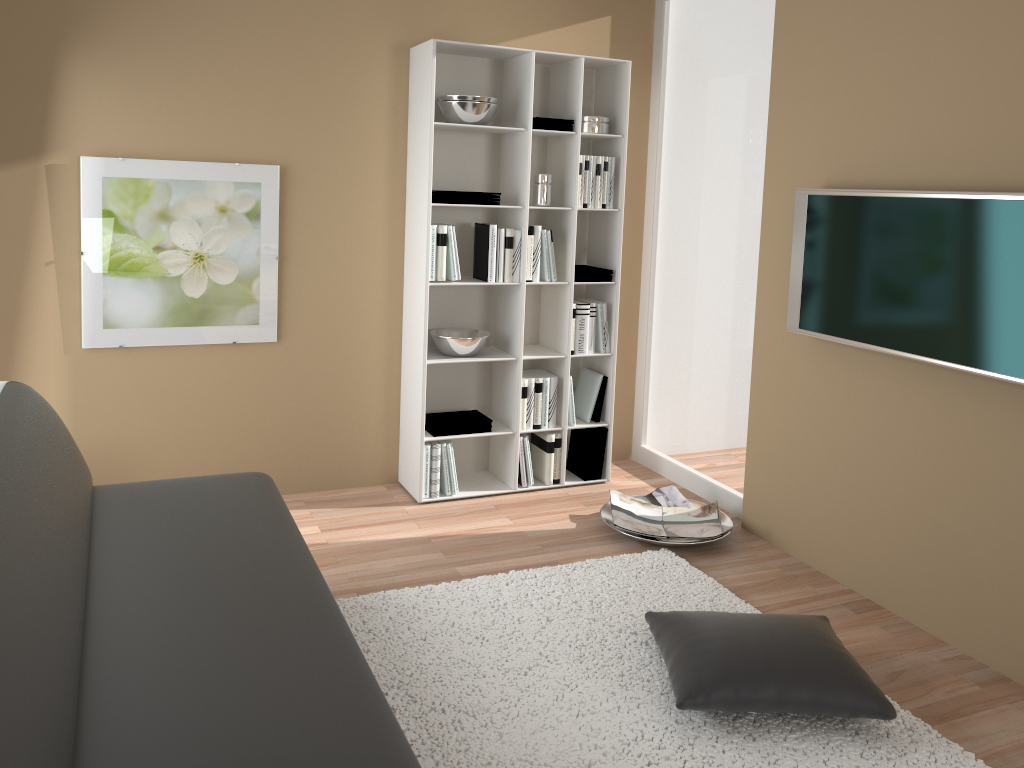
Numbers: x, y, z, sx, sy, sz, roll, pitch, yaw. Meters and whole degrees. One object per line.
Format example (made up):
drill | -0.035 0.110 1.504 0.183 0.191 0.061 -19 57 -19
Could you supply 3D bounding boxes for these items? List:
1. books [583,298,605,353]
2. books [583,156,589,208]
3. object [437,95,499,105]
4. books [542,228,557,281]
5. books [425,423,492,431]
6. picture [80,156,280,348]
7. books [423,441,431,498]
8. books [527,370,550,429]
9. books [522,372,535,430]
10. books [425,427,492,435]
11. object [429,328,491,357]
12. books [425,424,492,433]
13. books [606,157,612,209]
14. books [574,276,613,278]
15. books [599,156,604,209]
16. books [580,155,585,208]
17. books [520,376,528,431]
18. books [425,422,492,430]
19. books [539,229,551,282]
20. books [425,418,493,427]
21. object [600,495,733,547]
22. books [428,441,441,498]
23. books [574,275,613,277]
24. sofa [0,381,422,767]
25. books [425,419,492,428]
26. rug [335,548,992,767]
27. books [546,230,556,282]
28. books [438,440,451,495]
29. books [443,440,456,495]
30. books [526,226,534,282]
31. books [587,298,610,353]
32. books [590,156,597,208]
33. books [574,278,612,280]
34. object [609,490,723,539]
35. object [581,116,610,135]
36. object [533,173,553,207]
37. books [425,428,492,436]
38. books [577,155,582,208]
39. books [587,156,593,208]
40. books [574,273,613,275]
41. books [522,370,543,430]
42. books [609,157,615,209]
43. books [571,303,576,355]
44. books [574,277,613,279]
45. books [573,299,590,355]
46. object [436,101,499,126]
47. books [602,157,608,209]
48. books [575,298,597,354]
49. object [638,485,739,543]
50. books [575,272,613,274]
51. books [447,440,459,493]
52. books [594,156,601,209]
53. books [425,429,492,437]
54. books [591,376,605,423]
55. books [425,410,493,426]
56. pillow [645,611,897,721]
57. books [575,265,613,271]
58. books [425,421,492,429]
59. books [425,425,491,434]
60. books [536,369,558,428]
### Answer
books | 0.418 -0.304 4.567 0.060 0.256 0.211 0 9 -24
books | 0.328 -1.019 4.436 0.020 0.255 0.211 0 9 -24
object | -0.211 -1.309 4.201 0.301 0.105 0.302 9 13 30
books | 0.164 -0.655 4.433 0.058 0.254 0.211 0 9 -24
books | -0.275 0.191 4.322 0.297 0.006 0.214 -3 14 -24
picture | -1.448 -0.573 3.884 0.816 0.806 0.019 -2 7 -24
books | -0.443 0.391 4.247 0.040 0.255 0.211 0 9 -24
books | 0.128 0.074 4.472 0.040 0.255 0.211 0 9 -24
books | 0.052 0.079 4.439 0.040 0.255 0.211 0 9 -24
books | -0.277 0.207 4.323 0.297 0.006 0.214 -3 14 -24
object | -0.255 -0.198 4.309 0.301 0.105 0.302 9 13 30
books | -0.276 0.196 4.322 0.297 0.006 0.214 -3 14 -24
books | 0.444 -1.026 4.489 0.020 0.255 0.211 0 9 -24
books | 0.353 -0.568 4.547 0.210 0.006 0.302 -3 14 -24
books | 0.405 -1.024 4.473 0.020 0.255 0.211 0 9 -24
books | 0.308 -1.019 4.430 0.020 0.255 0.211 0 9 -24
books | 0.017 0.082 4.416 0.040 0.255 0.211 0 9 -24
books | -0.276 0.186 4.319 0.297 0.006 0.214 -3 13 -23
books | 0.129 -0.650 4.405 0.060 0.256 0.211 0 9 -24
books | -0.272 0.169 4.320 0.297 0.007 0.214 -3 14 -24
object | 0.685 0.625 3.927 0.591 0.062 0.590 13 16 39
books | -0.397 0.390 4.261 0.040 0.255 0.211 0 9 -24
books | 0.353 -0.573 4.547 0.210 0.006 0.302 -3 14 -24
sofa | -0.869 0.593 2.007 0.952 0.822 2.297 -2 12 -24
books | -0.277 0.174 4.323 0.297 0.007 0.214 -3 14 -24
rug | 0.411 0.953 2.466 1.451 0.045 2.059 -3 14 -24
books | 0.155 -0.648 4.412 0.058 0.254 0.211 0 9 -24
books | -0.352 0.385 4.283 0.060 0.256 0.211 0 9 -24
books | -0.327 0.386 4.290 0.058 0.254 0.211 0 9 -24
books | 0.041 -0.652 4.367 0.053 0.269 0.211 0 8 -24
books | 0.441 -0.306 4.577 0.060 0.256 0.211 0 9 -24
books | 0.367 -1.022 4.454 0.020 0.255 0.211 0 9 -24
books | 0.352 -0.557 4.549 0.210 0.006 0.302 -3 14 -24
object | 0.685 0.594 3.939 0.499 0.095 0.349 3 12 5
object | 0.399 -1.306 4.461 0.191 0.089 0.195 6 12 17
object | 0.151 -0.957 4.347 0.093 0.160 0.095 1 7 -10
books | -0.278 0.213 4.324 0.297 0.006 0.214 -3 14 -24
books | 0.291 -1.016 4.415 0.020 0.255 0.211 0 9 -24
books | 0.347 -1.021 4.446 0.020 0.255 0.211 0 9 -24
books | 0.356 -0.584 4.548 0.210 0.007 0.302 -3 14 -24
books | 0.091 0.077 4.454 0.040 0.255 0.211 0 9 -24
books | 0.464 -1.027 4.498 0.020 0.255 0.211 0 9 -24
books | 0.260 -0.294 4.490 0.040 0.255 0.211 0 9 -24
books | 0.352 -0.563 4.551 0.210 0.006 0.302 -4 14 -25
books | 0.318 -0.296 4.512 0.076 0.255 0.211 0 9 -24
object | -0.213 -1.282 4.204 0.301 0.105 0.302 9 13 30
books | 0.426 -1.025 4.480 0.020 0.255 0.211 0 9 -24
books | 0.368 -0.302 4.549 0.040 0.255 0.211 0 9 -24
object | 0.723 0.600 3.974 0.343 0.095 0.507 -3 13 -24
books | 0.357 -0.589 4.547 0.210 0.007 0.302 -3 14 -24
books | -0.318 0.380 4.312 0.058 0.254 0.211 0 9 -24
books | 0.389 -1.022 4.458 0.020 0.255 0.211 0 9 -24
books | -0.278 0.218 4.322 0.297 0.007 0.214 -3 14 -24
books | 0.415 0.060 4.630 0.043 0.235 0.214 0 9 -24
books | -0.272 0.164 4.321 0.297 0.006 0.214 -3 14 -24
pillow | 0.739 0.827 2.644 0.609 0.207 0.592 2 12 1
books | 0.356 -0.599 4.541 0.210 0.006 0.302 -3 14 -24
books | -0.277 0.179 4.324 0.297 0.007 0.214 -3 14 -24
books | -0.279 0.202 4.322 0.298 0.006 0.214 -4 14 -26
books | 0.167 0.072 4.489 0.040 0.255 0.211 0 9 -24
